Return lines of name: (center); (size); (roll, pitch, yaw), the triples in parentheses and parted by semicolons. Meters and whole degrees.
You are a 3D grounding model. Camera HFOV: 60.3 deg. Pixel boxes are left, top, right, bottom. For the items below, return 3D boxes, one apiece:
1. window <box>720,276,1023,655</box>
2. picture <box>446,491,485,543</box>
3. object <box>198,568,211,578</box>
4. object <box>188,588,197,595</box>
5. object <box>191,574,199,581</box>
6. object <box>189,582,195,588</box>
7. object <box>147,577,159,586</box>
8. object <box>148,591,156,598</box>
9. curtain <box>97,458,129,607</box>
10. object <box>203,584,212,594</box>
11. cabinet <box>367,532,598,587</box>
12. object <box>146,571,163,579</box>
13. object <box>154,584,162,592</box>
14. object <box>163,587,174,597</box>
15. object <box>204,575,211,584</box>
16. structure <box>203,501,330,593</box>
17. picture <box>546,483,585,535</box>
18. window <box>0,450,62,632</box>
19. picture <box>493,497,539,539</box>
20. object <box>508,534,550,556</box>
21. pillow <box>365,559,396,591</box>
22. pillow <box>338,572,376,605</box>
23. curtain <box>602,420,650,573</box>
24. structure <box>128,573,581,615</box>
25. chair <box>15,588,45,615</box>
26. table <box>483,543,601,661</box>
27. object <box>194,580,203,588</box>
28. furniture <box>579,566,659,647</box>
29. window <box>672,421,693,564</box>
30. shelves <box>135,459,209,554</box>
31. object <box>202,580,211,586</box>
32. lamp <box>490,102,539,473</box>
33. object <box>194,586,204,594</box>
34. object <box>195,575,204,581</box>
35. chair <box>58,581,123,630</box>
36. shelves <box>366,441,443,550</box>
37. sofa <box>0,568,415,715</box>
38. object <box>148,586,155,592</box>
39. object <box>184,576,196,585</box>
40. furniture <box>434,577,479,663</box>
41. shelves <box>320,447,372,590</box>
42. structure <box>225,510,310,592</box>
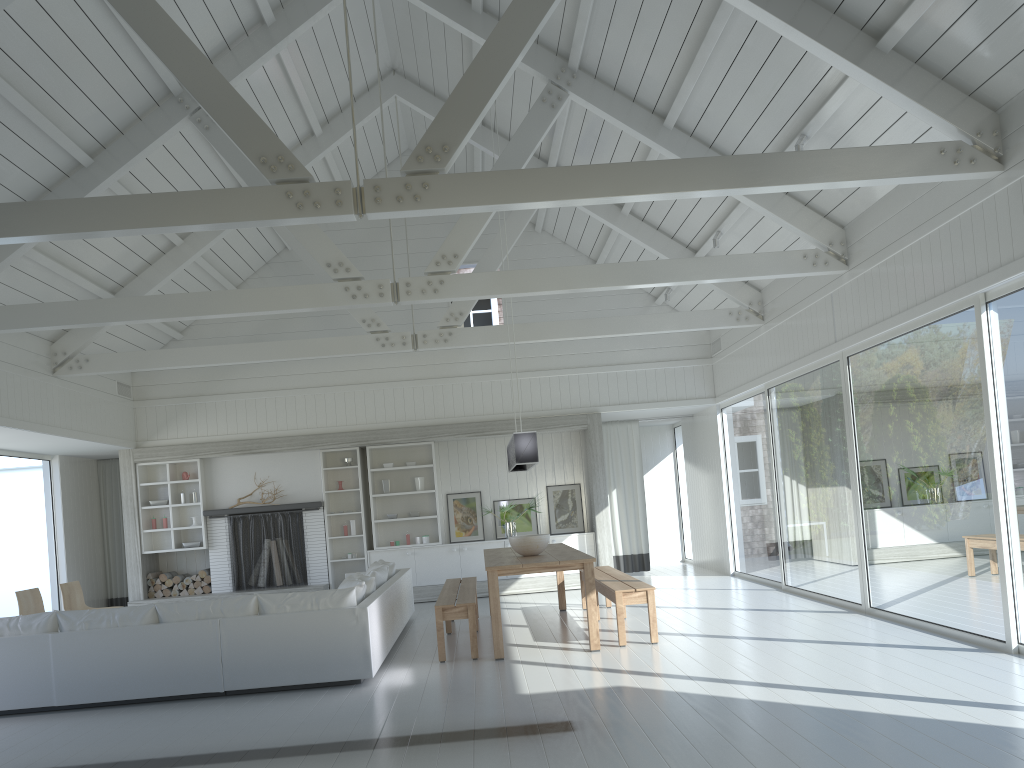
window: (3.220, 0.744, 6.990); (0.080, 2.407, 11.005); (-5, -7, -3)
picture: (-0.660, 1.896, 12.542); (0.494, 0.701, 0.065); (-4, -2, -2)
object: (-4.277, 2.653, 12.385); (0.110, 0.110, 0.498); (-4, -7, -4)
object: (-4.422, 2.901, 12.380); (0.108, 0.105, 0.518); (-4, -7, -4)
object: (-4.401, 2.699, 12.365); (0.086, 0.091, 0.482); (-4, -7, -4)
object: (-4.427, 2.807, 12.361); (0.080, 0.079, 0.481); (-4, -8, -4)
object: (-4.974, 2.761, 12.355); (0.109, 0.109, 0.498); (-4, -7, -4)
object: (-4.963, 2.941, 12.358); (0.108, 0.105, 0.518); (-4, -7, -4)
curtain: (-5.842, 2.291, 13.234); (0.629, 2.363, 0.117); (-5, -1, -3)
object: (-4.218, 2.864, 12.381); (0.110, 0.110, 0.498); (-4, -7, -4)
cabinet: (-0.411, 2.505, 12.549); (3.180, 0.549, 0.657); (-4, -5, -2)
object: (-4.998, 2.671, 12.343); (0.080, 0.079, 0.481); (-4, -8, -4)
object: (-4.884, 2.839, 12.356); (0.109, 0.109, 0.498); (-4, -7, -4)
object: (-4.759, 2.904, 12.359); (0.110, 0.110, 0.498); (-4, -7, -4)
object: (-4.207, 2.728, 12.384); (0.109, 0.109, 0.498); (-4, -7, -4)
structure: (-3.379, 2.363, 12.450); (1.616, 1.282, 0.864); (-4, -3, -2)
picture: (0.765, 1.789, 12.598); (0.494, 0.701, 0.065); (-4, -2, -2)
window: (-6.041, 1.587, 7.731); (0.080, 2.408, 8.775); (-5, -7, -3)
picture: (0.056, 1.919, 12.578); (0.609, 0.552, 0.054); (-4, -2, -2)
object: (0.168, 1.506, 8.214); (0.388, 0.184, 0.393); (-3, -7, -11)
pillow: (-1.455, 2.174, 9.483); (0.461, 0.475, 2.073); (-4, -7, -10)
pillow: (-1.431, 1.946, 7.819); (0.465, 0.475, 1.328); (-4, -7, -11)
curtain: (1.576, 1.754, 13.666); (1.006, 2.363, 0.117); (-5, -1, -2)
structure: (-1.973, 2.968, 12.784); (6.346, 0.345, 1.895); (-4, -7, -2)
chair: (-4.611, 2.419, 8.764); (0.555, 0.778, 0.598); (-4, -4, -3)
table: (0.210, 2.036, 8.626); (0.905, 0.759, 2.969); (-4, -7, -3)
object: (-4.342, 2.798, 12.377); (0.109, 0.109, 0.498); (-4, -7, -4)
furniture: (0.993, 2.122, 8.648); (0.340, 0.469, 2.699); (-4, -7, -3)
window: (2.951, 1.852, 15.023); (0.037, 2.420, 0.950); (-5, -2, -3)
shelves: (-4.669, 1.706, 12.308); (0.865, 1.235, 0.551); (-4, -2, -2)
object: (-4.251, 2.782, 12.374); (0.080, 0.079, 0.481); (-4, -8, -4)
lamp: (-0.070, -1.281, 8.656); (0.200, 4.229, 1.915); (-5, -3, -3)
object: (-4.321, 2.889, 12.392); (0.134, 0.146, 0.552); (-4, -7, -3)
object: (-4.337, 2.705, 12.367); (0.080, 0.079, 0.481); (-4, -8, -4)
chair: (-4.584, 2.522, 9.546); (0.555, 0.778, 0.598); (-4, -4, -3)
shelves: (-1.513, 1.591, 12.558); (0.938, 1.439, 0.607); (-4, -2, -2)
sofa: (-2.855, 2.269, 8.502); (3.475, 0.735, 4.163); (-4, -7, -2)
object: (-4.968, 2.848, 12.340); (0.080, 0.079, 0.481); (-4, -8, -4)
object: (-4.478, 2.745, 12.374); (0.109, 0.109, 0.498); (-4, -7, -4)
furniture: (-0.500, 2.234, 8.589); (0.340, 0.469, 2.699); (-4, -7, -3)
shelves: (-2.331, 1.928, 12.518); (0.540, 1.994, 0.607); (-5, -2, -3)
structure: (-3.366, 2.291, 12.096); (1.097, 1.060, 0.117); (-4, -2, -3)
